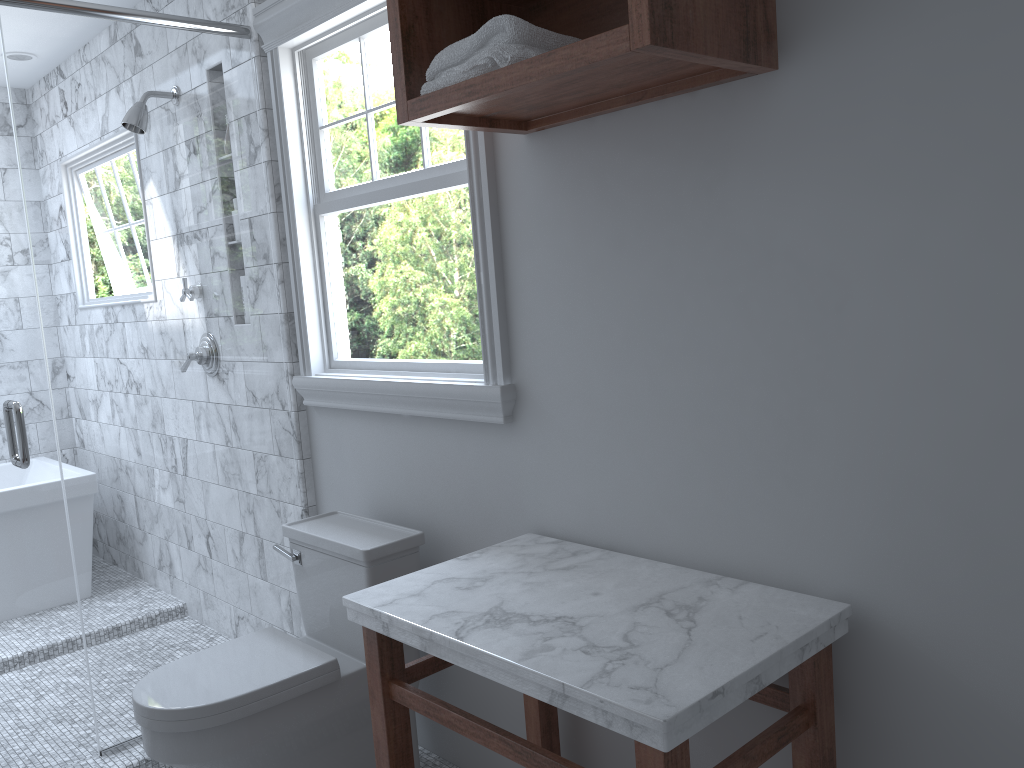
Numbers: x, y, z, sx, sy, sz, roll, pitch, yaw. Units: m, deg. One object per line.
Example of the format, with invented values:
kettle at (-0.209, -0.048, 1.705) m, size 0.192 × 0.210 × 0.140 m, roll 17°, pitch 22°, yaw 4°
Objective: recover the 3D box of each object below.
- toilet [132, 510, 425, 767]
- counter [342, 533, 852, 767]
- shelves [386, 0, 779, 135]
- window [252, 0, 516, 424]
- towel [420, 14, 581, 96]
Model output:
toilet at (-0.634, 0.799, 2.368) m, size 0.722 × 0.727 × 0.490 m, roll -10°, pitch 9°, yaw -42°
counter at (0.158, 0.815, 1.741) m, size 0.539 × 0.810 × 0.828 m, roll -10°, pitch 9°, yaw -42°
shelves at (0.096, -0.817, 1.640) m, size 0.357 × 0.566 × 0.647 m, roll -10°, pitch 9°, yaw -42°
window at (-0.359, -0.542, 2.497) m, size 0.149 × 1.248 × 1.040 m, roll -10°, pitch 9°, yaw -42°
towel at (0.004, -0.621, 1.736) m, size 0.283 × 0.112 × 0.305 m, roll -10°, pitch 9°, yaw -42°
